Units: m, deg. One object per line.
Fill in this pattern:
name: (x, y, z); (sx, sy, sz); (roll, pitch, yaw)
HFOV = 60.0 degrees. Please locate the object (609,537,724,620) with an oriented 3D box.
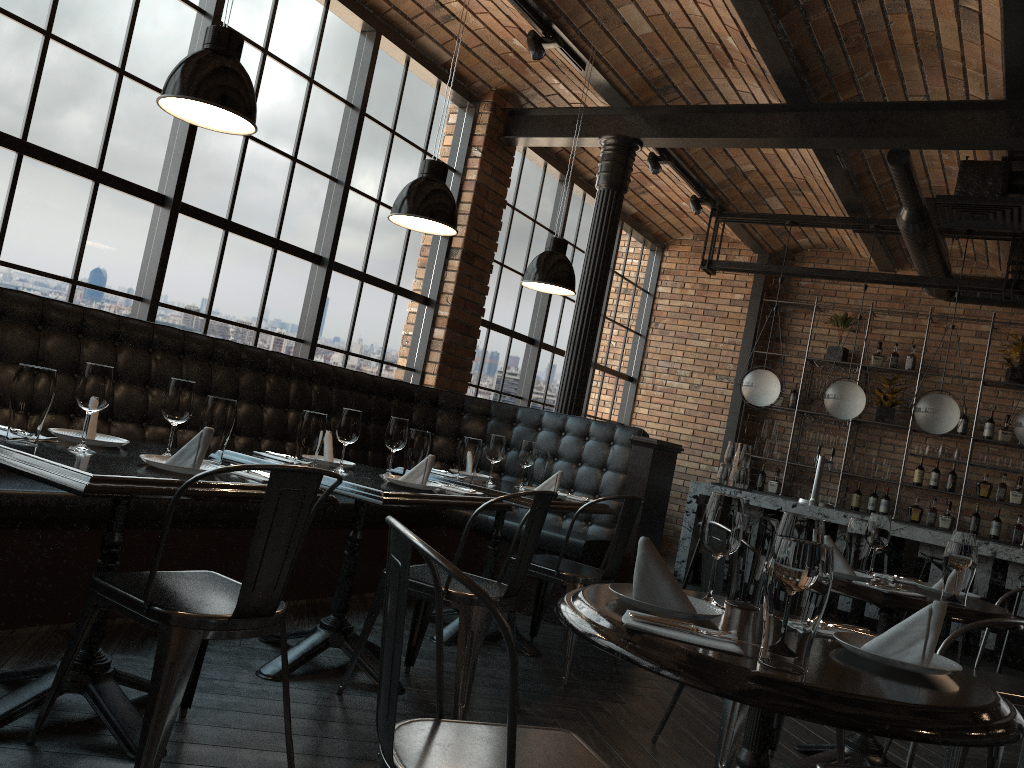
object: (0.318, 0.389, 1.787); (0.232, 0.139, 0.232); (10, -3, 27)

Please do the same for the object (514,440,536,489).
object: (0.066, 0.415, 4.578); (0.092, 0.244, 0.092); (12, -3, -9)

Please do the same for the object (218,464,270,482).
object: (-0.790, 0.270, 2.708); (0.255, 0.019, 0.157); (10, -3, 31)

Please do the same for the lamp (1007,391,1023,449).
lamp: (4.264, -0.319, 6.980); (0.340, 1.754, 0.340); (12, -3, -13)

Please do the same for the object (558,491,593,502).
object: (0.297, 0.577, 4.601); (0.255, 0.019, 0.157); (10, -3, 31)

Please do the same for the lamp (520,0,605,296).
lamp: (0.345, -1.293, 4.563); (0.291, 1.653, 0.291); (12, -3, -14)

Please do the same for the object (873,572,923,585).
object: (1.537, 0.772, 3.524); (0.255, 0.019, 0.157); (12, -3, -9)

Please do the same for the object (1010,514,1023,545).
object: (4.831, 1.385, 8.466); (0.083, 0.282, 0.083); (10, -3, 16)

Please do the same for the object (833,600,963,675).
object: (0.751, 0.472, 1.717); (0.232, 0.139, 0.232); (12, -3, -14)

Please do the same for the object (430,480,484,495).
object: (-0.252, 0.422, 3.646); (0.255, 0.019, 0.157); (10, -3, 31)

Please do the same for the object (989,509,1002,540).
object: (4.681, 1.352, 8.566); (0.086, 0.298, 0.086); (12, -3, -10)

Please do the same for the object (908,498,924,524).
object: (4.063, 1.273, 8.924); (0.151, 0.248, 0.094); (10, -3, 20)

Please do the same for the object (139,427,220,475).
object: (-0.915, 0.178, 2.496); (0.232, 0.139, 0.232); (10, -3, 28)

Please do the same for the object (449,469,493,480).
object: (-0.203, 0.423, 4.620); (0.232, 0.139, 0.232); (10, -3, 25)

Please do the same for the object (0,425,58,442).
object: (-1.409, 0.138, 2.533); (0.255, 0.019, 0.157); (10, -3, 31)

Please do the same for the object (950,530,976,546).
object: (1.584, 0.647, 3.144); (0.092, 0.244, 0.092); (10, -3, 30)

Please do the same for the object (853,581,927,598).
object: (1.321, 0.706, 3.071); (0.255, 0.019, 0.157); (13, -3, -29)

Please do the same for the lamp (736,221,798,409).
lamp: (2.400, -0.635, 8.102); (0.340, 1.754, 0.340); (12, -3, -13)

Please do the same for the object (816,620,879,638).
object: (0.678, 0.522, 1.913); (0.255, 0.019, 0.157); (12, -3, -9)

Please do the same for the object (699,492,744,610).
object: (0.450, 0.363, 1.939); (0.092, 0.244, 0.092); (12, -3, -6)

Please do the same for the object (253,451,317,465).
object: (-0.871, 0.290, 3.470); (0.255, 0.019, 0.157); (10, -3, 31)

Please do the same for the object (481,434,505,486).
object: (-0.091, 0.373, 4.371); (0.092, 0.244, 0.092); (12, -3, -9)

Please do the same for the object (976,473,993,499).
object: (4.609, 0.998, 8.655); (0.151, 0.248, 0.094); (10, -3, 20)

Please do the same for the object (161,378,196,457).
object: (-1.020, 0.107, 2.686); (0.092, 0.244, 0.092); (12, -3, -20)

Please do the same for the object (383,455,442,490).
object: (-0.377, 0.331, 3.433); (0.232, 0.139, 0.232); (10, -3, 28)

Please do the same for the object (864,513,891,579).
object: (1.418, 0.629, 3.457); (0.092, 0.244, 0.092); (10, -3, 30)

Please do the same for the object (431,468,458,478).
object: (-0.323, 0.445, 4.426); (0.255, 0.019, 0.157); (10, -3, 31)

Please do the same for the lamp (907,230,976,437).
lamp: (3.643, -0.425, 7.354); (0.340, 1.754, 0.340); (12, -3, -13)

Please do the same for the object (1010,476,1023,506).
object: (4.854, 1.023, 8.495); (0.123, 0.279, 0.123); (9, -4, 44)

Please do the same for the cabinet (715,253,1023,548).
cabinet: (3.924, 0.433, 9.095); (7.075, 3.779, 0.564); (10, -3, 31)

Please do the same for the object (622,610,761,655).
object: (0.322, 0.435, 1.565); (0.255, 0.019, 0.157); (11, -3, 11)

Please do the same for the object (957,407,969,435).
object: (4.500, 0.377, 8.836); (0.086, 0.298, 0.086); (12, -3, -10)

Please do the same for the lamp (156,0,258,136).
lamp: (-0.743, -1.600, 2.669); (0.291, 1.653, 0.291); (11, -3, 6)

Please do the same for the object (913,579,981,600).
object: (1.636, 0.725, 3.324); (0.232, 0.139, 0.232); (11, -3, 1)

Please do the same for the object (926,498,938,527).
object: (4.198, 1.278, 8.846); (0.083, 0.282, 0.083); (10, -3, 31)

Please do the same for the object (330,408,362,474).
object: (-0.639, 0.218, 3.415); (0.092, 0.244, 0.092); (12, -3, -20)

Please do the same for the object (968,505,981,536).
object: (4.511, 1.322, 8.630); (0.086, 0.297, 0.086); (13, -3, -25)

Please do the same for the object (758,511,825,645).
object: (0.501, 0.356, 1.588); (0.092, 0.244, 0.092); (10, -3, 27)

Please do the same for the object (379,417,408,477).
object: (-0.482, 0.259, 3.623); (0.092, 0.244, 0.092); (12, -3, -9)

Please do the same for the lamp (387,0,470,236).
lamp: (-0.199, -1.446, 3.616); (0.291, 1.653, 0.291); (13, -3, -34)

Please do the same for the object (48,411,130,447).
object: (-1.290, 0.115, 2.727); (0.232, 0.139, 0.232); (10, -3, 25)

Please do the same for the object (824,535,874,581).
object: (1.206, 0.636, 3.239); (0.232, 0.139, 0.232); (12, -3, -15)

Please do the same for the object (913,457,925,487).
object: (4.120, 0.890, 8.961); (0.086, 0.299, 0.086); (12, -3, -10)

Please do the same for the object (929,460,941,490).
object: (4.257, 0.913, 8.908); (0.086, 0.298, 0.086); (12, -3, -10)

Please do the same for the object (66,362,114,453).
object: (-1.177, 0.066, 2.478); (0.092, 0.244, 0.092); (12, -3, -20)

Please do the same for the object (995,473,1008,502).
object: (4.744, 1.002, 8.578); (0.083, 0.282, 0.083); (10, -3, 31)

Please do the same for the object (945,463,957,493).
object: (4.371, 0.931, 8.807); (0.086, 0.297, 0.086); (12, -3, -10)

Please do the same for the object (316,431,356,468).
object: (-0.752, 0.268, 3.665); (0.232, 0.139, 0.232); (10, -3, 25)

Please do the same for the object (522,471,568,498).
object: (0.171, 0.486, 4.388); (0.232, 0.139, 0.232); (10, -3, 28)

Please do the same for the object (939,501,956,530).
object: (4.308, 1.298, 8.764); (0.123, 0.279, 0.123); (9, -4, 44)

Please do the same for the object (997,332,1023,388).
object: (4.967, -0.239, 8.694); (0.425, 0.526, 0.430); (9, -3, 33)

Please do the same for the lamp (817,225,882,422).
lamp: (3.021, -0.530, 7.728); (0.340, 1.754, 0.340); (12, -3, -13)
